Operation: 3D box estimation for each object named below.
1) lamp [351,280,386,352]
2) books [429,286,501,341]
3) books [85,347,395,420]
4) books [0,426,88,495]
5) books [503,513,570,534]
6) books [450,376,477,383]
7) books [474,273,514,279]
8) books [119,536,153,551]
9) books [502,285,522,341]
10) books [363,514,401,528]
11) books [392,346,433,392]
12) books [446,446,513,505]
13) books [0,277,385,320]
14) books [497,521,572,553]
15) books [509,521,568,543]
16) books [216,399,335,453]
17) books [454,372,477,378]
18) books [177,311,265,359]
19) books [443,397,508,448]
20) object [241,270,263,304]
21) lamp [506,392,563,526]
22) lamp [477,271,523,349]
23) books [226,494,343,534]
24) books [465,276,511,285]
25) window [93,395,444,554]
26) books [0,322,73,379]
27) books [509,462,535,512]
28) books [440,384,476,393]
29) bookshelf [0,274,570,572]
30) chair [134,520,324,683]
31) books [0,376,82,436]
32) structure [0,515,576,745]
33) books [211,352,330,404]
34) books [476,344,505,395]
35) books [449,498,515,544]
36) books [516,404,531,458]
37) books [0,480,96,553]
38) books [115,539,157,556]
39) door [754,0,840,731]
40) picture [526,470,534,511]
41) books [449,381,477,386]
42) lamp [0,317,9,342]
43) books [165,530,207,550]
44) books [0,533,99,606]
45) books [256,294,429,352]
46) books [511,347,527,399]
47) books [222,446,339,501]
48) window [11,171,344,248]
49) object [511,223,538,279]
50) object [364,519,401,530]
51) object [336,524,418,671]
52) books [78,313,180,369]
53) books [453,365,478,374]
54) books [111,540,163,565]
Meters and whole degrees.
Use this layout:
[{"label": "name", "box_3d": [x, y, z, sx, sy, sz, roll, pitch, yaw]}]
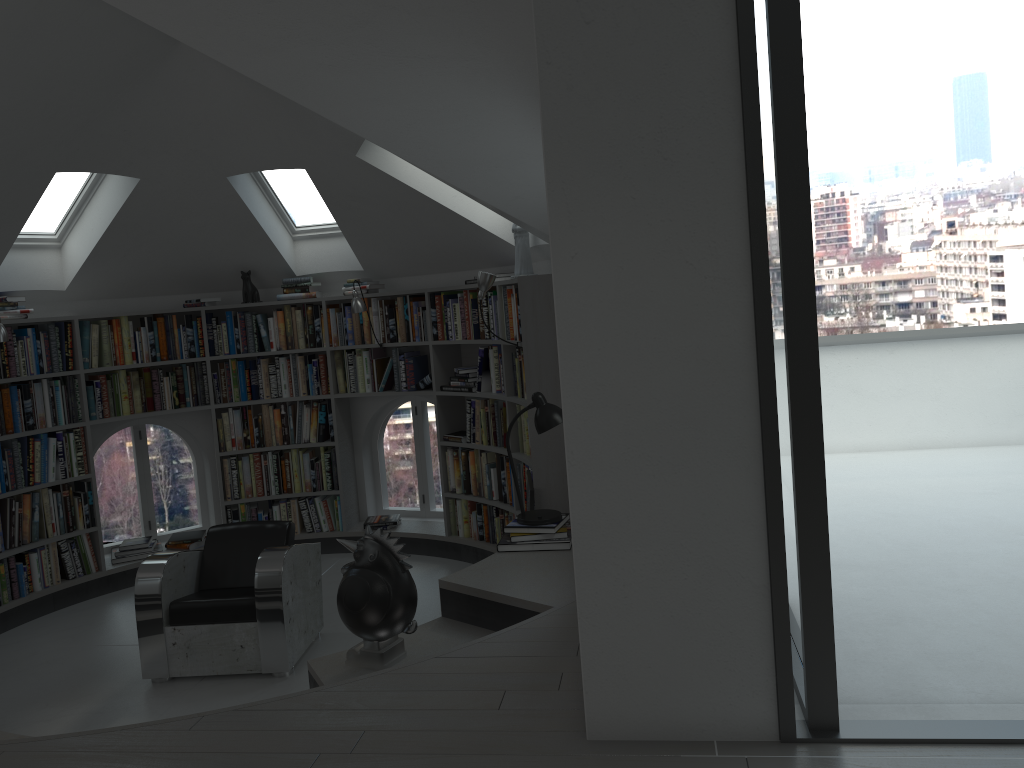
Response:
[{"label": "lamp", "box_3d": [-1.102, -0.508, 6.728, 0.113, 0.565, 0.358, -3, 5, 16]}, {"label": "books", "box_3d": [-0.230, -0.507, 6.380, 0.306, 0.367, 0.969, -8, 6, -37]}, {"label": "books", "box_3d": [-2.086, -0.023, 6.983, 2.530, 0.370, 0.592, -5, 5, -10]}, {"label": "books", "box_3d": [-3.407, 0.543, 6.091, 0.260, 0.358, 1.022, -2, 6, 26]}, {"label": "books", "box_3d": [0.129, 0.711, 4.532, 0.269, 0.031, 0.286, -3, 6, 19]}, {"label": "books", "box_3d": [-0.279, -0.047, 6.602, 0.269, 0.031, 0.286, -8, 7, -30]}, {"label": "books", "box_3d": [-0.122, -0.764, 6.290, 0.233, 0.027, 0.248, -6, 6, -18]}, {"label": "books", "box_3d": [-2.931, 1.243, 6.909, 0.213, 0.036, 0.227, -6, 6, -14]}, {"label": "books", "box_3d": [0.154, -0.445, 5.470, 0.293, 0.361, 1.016, -5, 5, -8]}, {"label": "books", "box_3d": [-1.051, 1.109, 7.191, 0.268, 0.029, 0.253, -5, 6, 0]}, {"label": "books", "box_3d": [-0.697, -0.123, 6.856, 0.399, 0.340, 0.225, -2, 5, 29]}, {"label": "books", "box_3d": [-0.154, 0.636, 6.471, 0.272, 0.350, 0.872, -8, 7, -39]}, {"label": "books", "box_3d": [-2.412, -0.675, 6.775, 2.817, 0.173, 0.748, -7, 6, -20]}, {"label": "books", "box_3d": [0.135, 0.780, 4.537, 0.365, 0.042, 0.389, -4, 6, 9]}, {"label": "books", "box_3d": [0.132, 0.743, 4.535, 0.286, 0.034, 0.305, -5, 6, -1]}, {"label": "books", "box_3d": [-1.873, 0.317, 7.172, 0.998, 0.351, 0.298, -5, 5, -7]}, {"label": "books", "box_3d": [-0.282, -0.078, 6.600, 0.214, 0.036, 0.227, -8, 6, -30]}, {"label": "books", "box_3d": [-2.341, -0.399, 7.080, 0.683, 0.345, 0.265, -6, 5, -14]}, {"label": "books", "box_3d": [-0.139, 0.260, 6.372, 0.252, 0.351, 0.974, -8, 6, -38]}, {"label": "object", "box_3d": [-2.082, -0.774, 7.078, 0.147, 0.264, 0.202, -4, 5, 6]}, {"label": "lamp", "box_3d": [0.137, 0.368, 4.497, 0.322, 0.659, 0.234, -3, 5, 25]}, {"label": "lamp", "box_3d": [-0.062, -0.440, 5.422, 0.275, 0.524, 0.112, -4, 4, 0]}, {"label": "books", "box_3d": [-1.817, 1.062, 7.220, 1.019, 0.306, 0.288, -5, 5, -6]}, {"label": "books", "box_3d": [-0.120, -0.736, 6.292, 0.317, 0.036, 0.336, -7, 6, -28]}, {"label": "window", "box_3d": [-1.864, 0.687, 7.291, 3.231, 1.148, 0.618, -5, 4, -5]}, {"label": "books", "box_3d": [-3.490, -0.216, 6.059, 0.300, 0.360, 1.035, -2, 6, 25]}, {"label": "books", "box_3d": [0.228, 0.694, 5.599, 0.304, 0.358, 1.186, -5, 6, -9]}, {"label": "books", "box_3d": [-0.275, 0.016, 6.607, 0.366, 0.042, 0.388, -9, 7, -40]}, {"label": "bookshelf", "box_3d": [-1.524, 0.330, 6.339, 4.331, 1.876, 2.114, -4, 5, 9]}, {"label": "chair", "box_3d": [-1.597, 1.221, 5.127, 0.823, 0.718, 0.743, -4, 5, 4]}, {"label": "books", "box_3d": [-3.464, 0.168, 6.107, 0.303, 0.347, 1.091, -2, 6, 25]}, {"label": "structure", "box_3d": [-1.681, 1.242, 5.034, 4.718, 0.692, 4.711, -8, 7, -35]}, {"label": "books", "box_3d": [-1.906, -0.063, 7.188, 1.028, 0.358, 0.301, -5, 5, -5]}, {"label": "books", "box_3d": [-0.027, -0.116, 6.207, 0.256, 0.350, 0.553, -8, 6, -34]}, {"label": "books", "box_3d": [0.001, 1.013, 6.240, 0.360, 0.310, 1.498, -7, 6, -28]}, {"label": "books", "box_3d": [0.222, 0.320, 5.506, 0.275, 0.347, 1.023, -5, 5, -5]}, {"label": "books", "box_3d": [-3.466, 1.124, 5.888, 0.390, 0.694, 1.645, -3, 6, 19]}, {"label": "books", "box_3d": [-2.928, 1.274, 6.912, 0.269, 0.031, 0.286, -6, 6, -14]}, {"label": "door", "box_3d": [0.838, -0.280, 2.841, 0.080, 2.342, 1.054, -4, 4, 9]}, {"label": "picture", "box_3d": [0.108, 0.994, 5.275, 0.090, 0.861, 0.580, -5, 4, -1]}, {"label": "books", "box_3d": [-0.277, -0.016, 6.604, 0.286, 0.031, 0.270, 1, 8, 44]}, {"label": "lamp", "box_3d": [-3.371, -0.301, 5.572, 0.413, 0.311, 0.117, -4, 4, 6]}, {"label": "books", "box_3d": [-2.571, 1.243, 7.028, 0.318, 0.099, 0.292, -3, 6, 11]}, {"label": "books", "box_3d": [-3.354, 1.277, 6.212, 0.282, 0.319, 0.921, -2, 6, 28]}, {"label": "books", "box_3d": [-1.272, -0.489, 7.029, 1.565, 0.366, 0.395, -3, 5, 15]}, {"label": "books", "box_3d": [0.184, -0.062, 5.485, 0.279, 0.357, 1.054, -5, 5, -5]}, {"label": "books", "box_3d": [-1.829, 0.700, 7.201, 1.032, 0.357, 0.293, -5, 5, -6]}, {"label": "window", "box_3d": [-1.662, -1.429, 6.219, 4.053, 0.712, 1.937, -4, 6, 9]}, {"label": "object", "box_3d": [0.063, -0.909, 5.674, 0.179, 0.472, 0.179, -3, 4, 18]}, {"label": "object", "box_3d": [-1.049, 1.139, 7.193, 0.226, 0.036, 0.214, -2, 6, 26]}, {"label": "object", "box_3d": [-0.543, 0.843, 3.566, 0.320, 0.561, 0.321, -6, 5, -18]}, {"label": "books", "box_3d": [-2.941, -0.332, 6.761, 0.794, 0.372, 0.269, -8, 6, -37]}, {"label": "books", "box_3d": [-0.284, -0.110, 6.598, 0.269, 0.031, 0.286, -6, 6, -10]}, {"label": "books", "box_3d": [-2.926, 1.308, 6.914, 0.366, 0.042, 0.388, -7, 6, -24]}]
